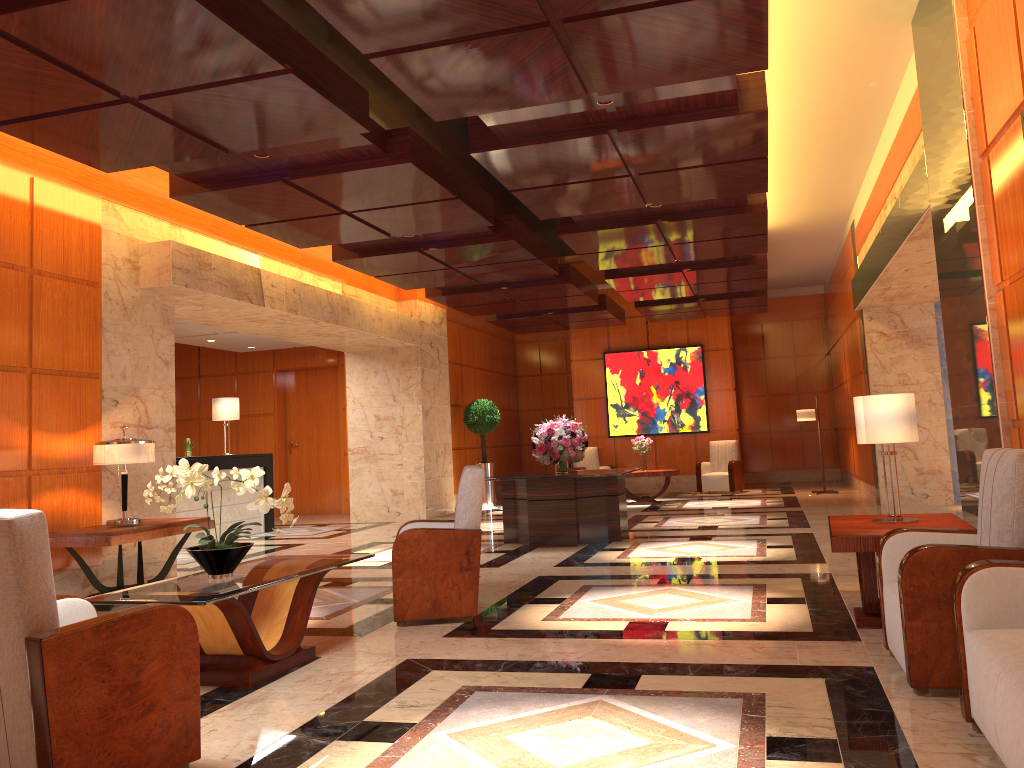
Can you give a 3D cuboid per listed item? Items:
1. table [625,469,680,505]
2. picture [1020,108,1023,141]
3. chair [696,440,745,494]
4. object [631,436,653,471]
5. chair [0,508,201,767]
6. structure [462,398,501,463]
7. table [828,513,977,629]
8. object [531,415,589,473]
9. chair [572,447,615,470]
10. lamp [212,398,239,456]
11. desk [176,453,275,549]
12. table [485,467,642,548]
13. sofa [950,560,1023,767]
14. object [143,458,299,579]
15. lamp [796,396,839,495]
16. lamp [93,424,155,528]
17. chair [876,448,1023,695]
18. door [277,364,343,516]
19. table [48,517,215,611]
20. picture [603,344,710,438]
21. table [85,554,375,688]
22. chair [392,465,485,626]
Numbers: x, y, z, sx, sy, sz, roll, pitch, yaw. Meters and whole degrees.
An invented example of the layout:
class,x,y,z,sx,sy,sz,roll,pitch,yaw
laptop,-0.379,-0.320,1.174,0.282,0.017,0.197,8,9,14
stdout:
class,x,y,z,sx,sy,sz,roll,pitch,yaw
table,2.222,1.740,14.939,1.166,0.536,0.723,-4,-5,16
picture,2.277,-0.659,3.298,0.056,1.458,1.991,-5,-5,16
chair,3.898,1.547,16.593,0.736,0.965,0.627,-7,-7,34
object,2.216,1.176,15.024,0.349,0.598,0.326,-7,-7,36
chair,-1.594,0.906,3.143,0.736,0.965,0.627,-7,-7,34
structure,-0.529,1.109,16.170,0.722,1.720,0.719,-2,-6,-6
table,2.203,1.062,5.019,0.724,0.536,1.164,-5,-5,19
object,0.545,0.677,10.046,0.649,0.661,0.677,-4,-5,7
chair,1.561,1.711,17.244,0.738,0.965,0.626,0,-6,-25
lamp,-4.127,0.618,12.791,0.371,0.823,0.372,-8,-8,40
desk,-4.388,1.555,11.867,0.940,1.145,2.918,-4,-4,16
table,0.585,1.379,9.988,1.599,0.748,1.596,-4,-4,16
sofa,1.628,0.697,2.302,0.612,0.936,1.794,-5,-5,16
object,-1.503,0.684,4.568,0.788,0.620,0.416,-2,-5,-7
lamp,5.173,1.035,15.093,0.526,1.668,0.358,-4,-6,6
lamp,-3.092,0.727,7.073,0.458,0.813,0.457,-6,-6,25
chair,1.963,0.775,3.881,0.628,0.965,0.735,-4,-6,15
door,-3.630,1.039,16.191,1.285,2.708,0.339,-5,-6,16
table,-3.085,1.444,7.145,0.725,0.609,1.266,-4,-5,16
picture,2.861,0.153,17.685,1.995,1.744,0.056,-4,-6,16
table,-1.388,1.241,4.606,0.721,0.498,1.556,-5,-4,19
chair,-0.486,1.040,5.917,0.628,0.965,0.735,-2,-5,-5
